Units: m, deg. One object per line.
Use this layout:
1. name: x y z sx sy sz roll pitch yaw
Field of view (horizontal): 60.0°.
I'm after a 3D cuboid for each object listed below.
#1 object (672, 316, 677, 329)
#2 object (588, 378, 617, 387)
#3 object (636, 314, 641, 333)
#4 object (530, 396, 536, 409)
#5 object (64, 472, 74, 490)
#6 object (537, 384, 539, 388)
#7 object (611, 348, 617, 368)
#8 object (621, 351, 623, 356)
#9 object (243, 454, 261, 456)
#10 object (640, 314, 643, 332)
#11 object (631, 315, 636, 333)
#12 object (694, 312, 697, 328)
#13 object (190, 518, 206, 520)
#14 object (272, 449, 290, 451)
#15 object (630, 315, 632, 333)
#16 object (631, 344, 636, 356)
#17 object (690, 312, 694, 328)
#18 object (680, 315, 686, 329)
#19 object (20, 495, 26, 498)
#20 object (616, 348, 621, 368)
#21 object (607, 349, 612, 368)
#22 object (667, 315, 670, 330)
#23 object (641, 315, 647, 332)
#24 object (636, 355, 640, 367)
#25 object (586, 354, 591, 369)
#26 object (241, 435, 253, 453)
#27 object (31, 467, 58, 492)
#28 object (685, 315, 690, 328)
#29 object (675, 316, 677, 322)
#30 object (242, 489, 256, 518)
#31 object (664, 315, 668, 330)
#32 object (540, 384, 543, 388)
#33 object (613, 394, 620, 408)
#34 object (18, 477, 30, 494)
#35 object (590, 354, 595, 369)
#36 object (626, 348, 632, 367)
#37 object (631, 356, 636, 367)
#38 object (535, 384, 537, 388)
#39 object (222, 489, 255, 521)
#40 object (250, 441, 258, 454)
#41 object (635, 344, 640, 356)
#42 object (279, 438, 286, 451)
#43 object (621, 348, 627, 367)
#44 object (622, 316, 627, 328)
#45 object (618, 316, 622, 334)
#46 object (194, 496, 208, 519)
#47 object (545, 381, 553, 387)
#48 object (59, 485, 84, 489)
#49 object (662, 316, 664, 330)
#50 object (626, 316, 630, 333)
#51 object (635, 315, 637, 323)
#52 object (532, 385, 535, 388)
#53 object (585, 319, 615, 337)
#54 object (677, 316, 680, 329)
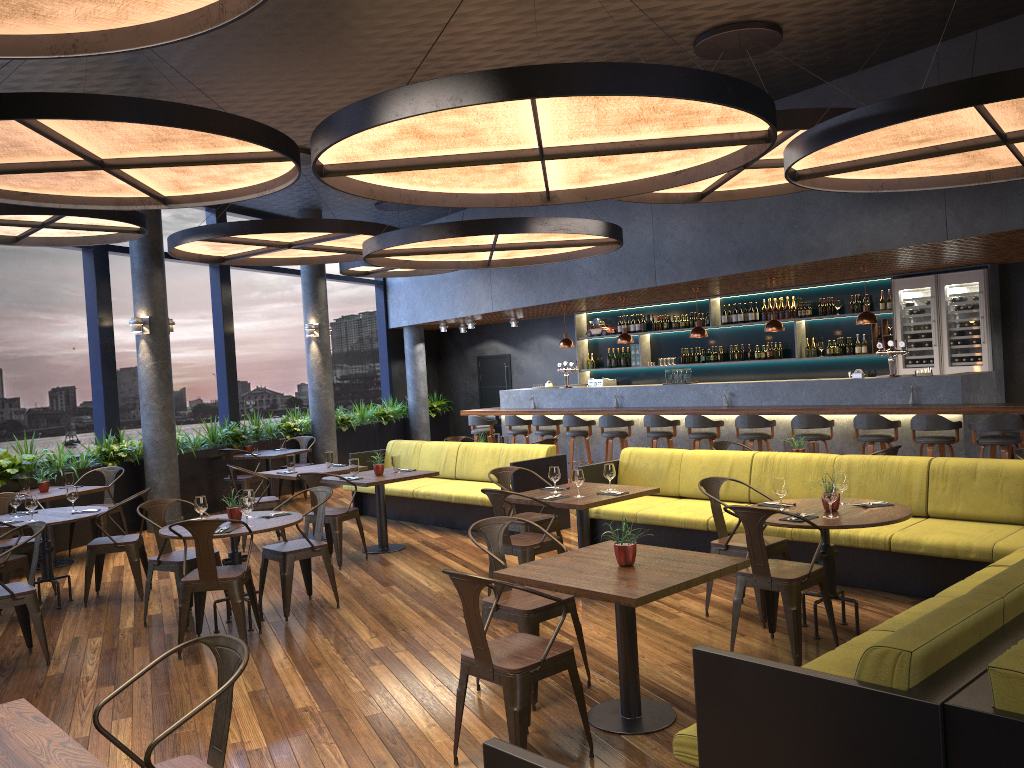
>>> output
1. object: 2.665 -1.004 14.545 0.068 0.217 0.068 -3 1 37
2. object: 1.550 0.171 15.711 0.550 0.569 0.355 -4 1 -43
3. object: 2.150 -1.031 15.112 0.085 0.310 0.086 -4 1 -9
4. object: 0.331 0.288 14.159 0.114 0.203 0.069 -3 1 5
5. object: -4.696 1.029 9.410 0.102 0.178 0.102 -3 1 39
6. object: 0.441 0.036 15.090 0.042 0.059 0.042 -2 1 45
7. object: 1.790 -0.453 15.563 0.094 0.340 0.094 -4 1 -29
8. object: 1.951 -0.462 15.543 0.094 0.340 0.094 -4 1 -33
9. object: -3.666 0.992 12.430 0.255 0.019 0.157 -3 1 23
10. object: 2.219 -1.036 15.176 0.085 0.310 0.086 -3 1 -2
11. object: 2.081 -1.028 15.189 0.085 0.310 0.086 -4 1 -24
12. object: 2.981 -1.038 14.380 0.063 0.254 0.063 -4 1 -15
13. object: -2.313 1.019 6.652 0.255 0.019 0.157 -3 1 25
14. object: -3.373 0.963 13.026 0.255 0.019 0.157 -3 1 23
15. object: 2.077 -1.030 15.322 0.085 0.310 0.086 -4 1 -16
16. object: 2.106 -0.584 15.244 0.080 0.192 0.098 -4 1 -43
17. object: 2.908 -1.033 14.329 0.063 0.254 0.063 -3 1 5
18. object: 2.783 -1.013 14.459 0.088 0.224 0.088 -3 1 42
19. object: -5.038 1.138 8.981 0.255 0.019 0.157 -3 1 23
20. object: 1.884 -0.459 15.614 0.094 0.340 0.094 -4 1 -21
21. object: 1.713 -0.449 15.626 0.094 0.340 0.094 -4 1 -21
22. object: 2.604 -1.023 14.791 0.063 0.254 0.063 -4 1 -5
23. object: 2.234 -1.016 15.030 0.083 0.301 0.083 -4 1 -36
24. object: 2.184 -0.394 15.173 0.080 0.192 0.098 -4 1 -43
25. object: 1.389 -0.407 16.096 0.079 0.281 0.079 -4 1 -24
26. object: -3.842 0.869 12.843 0.260 0.271 0.238 -4 1 -41
27. object: -4.909 0.998 9.307 0.260 0.271 0.238 -4 1 -27
28. object: 2.866 -1.019 14.525 0.088 0.224 0.088 -3 1 42
29. object: 2.702 -1.009 14.680 0.068 0.217 0.068 -4 1 -38
30. object: -1.989 0.905 6.706 0.097 0.206 0.097 -3 1 19
31. object: 2.547 -1.018 14.691 0.063 0.254 0.063 -4 1 -25
32. object: 0.504 0.031 15.169 0.042 0.059 0.042 -2 1 45
33. object: 1.521 0.240 12.895 0.114 0.203 0.069 -3 1 8
34. object: -5.027 1.054 9.145 0.102 0.178 0.102 -3 1 29
35. object: 1.452 -0.409 16.032 0.079 0.281 0.079 -4 1 -39
36. object: 2.032 -0.466 15.469 0.094 0.340 0.094 -4 1 -21
37. object: 2.116 -0.392 15.247 0.080 0.192 0.098 -4 1 -43
38. object: 0.401 0.039 15.067 0.042 0.059 0.042 -2 1 45
39. object: -2.030 0.875 6.506 0.260 0.271 0.238 -4 1 -4
40. object: -3.655 0.908 12.594 0.102 0.178 0.102 -3 1 29
41. object: 2.173 -0.586 15.169 0.080 0.192 0.098 -4 1 -43
42. object: -3.324 0.884 12.858 0.102 0.178 0.102 -3 1 39
43. object: 1.941 -0.459 15.415 0.094 0.340 0.094 -4 1 -3
44. object: 1.940 -1.022 15.334 0.085 0.310 0.086 -4 1 -16
45. object: 1.879 -1.020 15.404 0.085 0.310 0.086 -4 1 -9
46. object: -2.272 0.926 6.482 0.097 0.206 0.097 -3 1 -1
47. object: 0.812 -0.018 15.518 0.766 0.106 0.200 -4 1 -43
48. object: -4.745 1.109 9.577 0.255 0.019 0.157 -3 1 23
49. object: 2.529 -1.020 14.859 0.063 0.254 0.063 -3 1 19
50. object: 2.012 -1.028 15.395 0.085 0.310 0.086 -4 1 -32
51. object: 2.156 -1.034 15.248 0.085 0.310 0.086 -4 1 -16
52. object: 0.367 0.042 15.035 0.042 0.059 0.042 -2 1 45
53. object: 1.557 -1.012 15.850 0.229 0.319 0.579 -4 1 -43
54. object: 2.738 -1.009 14.602 0.068 0.217 0.068 -4 1 -23
